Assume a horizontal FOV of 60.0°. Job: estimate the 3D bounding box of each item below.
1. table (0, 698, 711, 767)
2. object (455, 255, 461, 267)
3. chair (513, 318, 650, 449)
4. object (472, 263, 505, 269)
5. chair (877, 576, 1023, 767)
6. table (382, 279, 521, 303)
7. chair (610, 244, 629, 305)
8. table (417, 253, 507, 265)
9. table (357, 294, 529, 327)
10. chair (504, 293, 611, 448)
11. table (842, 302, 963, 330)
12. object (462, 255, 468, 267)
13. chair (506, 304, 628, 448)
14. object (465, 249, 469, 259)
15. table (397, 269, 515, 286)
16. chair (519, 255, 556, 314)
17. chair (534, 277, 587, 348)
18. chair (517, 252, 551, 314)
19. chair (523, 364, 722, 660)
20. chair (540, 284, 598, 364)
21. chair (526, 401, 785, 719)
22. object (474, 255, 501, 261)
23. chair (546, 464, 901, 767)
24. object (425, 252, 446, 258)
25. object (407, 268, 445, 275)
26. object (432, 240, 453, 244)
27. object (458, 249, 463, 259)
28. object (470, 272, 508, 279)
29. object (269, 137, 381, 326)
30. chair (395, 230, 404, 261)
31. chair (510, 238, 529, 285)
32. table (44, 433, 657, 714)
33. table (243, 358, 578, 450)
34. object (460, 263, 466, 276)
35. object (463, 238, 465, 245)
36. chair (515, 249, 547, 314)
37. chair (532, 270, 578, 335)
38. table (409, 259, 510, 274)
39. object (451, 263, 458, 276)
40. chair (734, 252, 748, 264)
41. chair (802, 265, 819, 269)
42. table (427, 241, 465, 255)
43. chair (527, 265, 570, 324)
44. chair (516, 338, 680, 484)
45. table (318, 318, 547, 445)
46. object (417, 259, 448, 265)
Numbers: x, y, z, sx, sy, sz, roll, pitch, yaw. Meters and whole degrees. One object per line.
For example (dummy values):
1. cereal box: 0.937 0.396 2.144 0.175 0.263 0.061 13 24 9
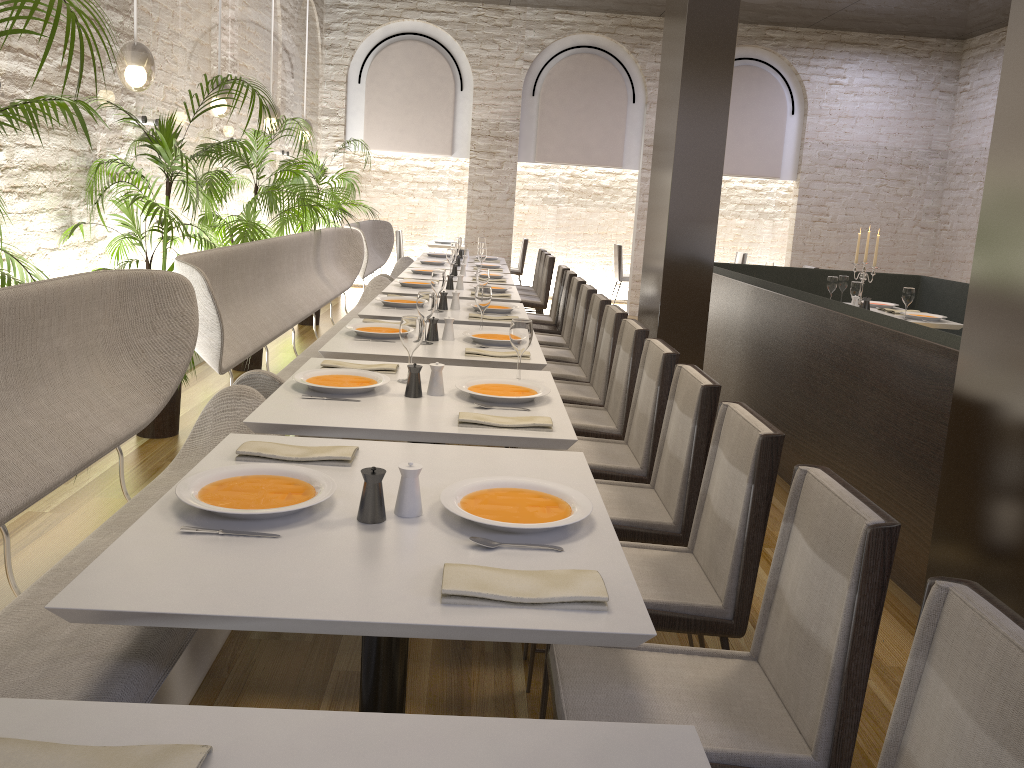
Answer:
1. table: -0.239 0.888 0.684 0.936 0.755 1.018 3 11 -3
2. object: -0.520 -1.188 8.532 0.059 0.109 0.059 10 12 32
3. chair: 0.285 0.157 4.044 0.565 0.900 0.415 3 10 -3
4. object: -0.233 -1.147 8.617 0.322 0.036 0.323 12 14 34
5. chair: 0.386 0.750 1.199 0.565 0.900 0.415 3 10 -3
6. table: -0.446 -0.320 6.481 0.936 0.755 1.018 3 11 -3
7. chair: 1.723 -1.533 12.717 0.565 0.900 0.415 3 10 -3
8. table: -0.564 -1.010 9.795 0.936 0.755 1.018 3 11 -3
9. table: -0.404 -0.079 5.326 0.936 0.755 1.018 3 11 -3
10. chair: 0.245 -0.074 5.153 0.565 0.900 0.415 3 10 -3
11. table: 2.608 -0.196 6.864 1.100 0.755 1.197 3 11 -3
12. object: -0.452 -1.194 8.580 0.059 0.109 0.059 10 12 32
13. chair: 0.265 0.042 4.597 0.565 0.900 0.415 3 10 -3
14. object: -0.492 -1.428 9.704 0.059 0.109 0.059 10 12 32
15. table: -0.485 -0.549 7.583 0.936 0.755 1.018 3 11 -3
16. chair: 0.115 -0.837 8.818 0.565 0.900 0.415 3 10 -3
17. chair: 0.204 -0.312 6.297 0.565 0.900 0.415 3 10 -3
18. chair: 0.095 -0.952 9.371 0.565 0.900 0.415 3 10 -3
19. chair: 0.325 0.395 2.901 0.565 0.900 0.415 3 10 -3
20. chair: 0.224 -0.195 5.737 0.565 0.900 0.415 3 10 -3
21. chair: 0.345 0.512 2.343 0.565 0.900 0.415 3 10 -3
22. object: -0.273 -1.381 9.741 0.322 0.036 0.323 12 14 34
23. chair: 0.366 0.634 1.757 0.565 0.900 0.415 3 10 -3
24. object: -0.809 -1.412 9.719 0.322 0.036 0.323 12 14 34
25. object: -0.730 -0.951 7.507 0.322 0.036 0.323 12 14 34
26. object: -0.977 -2.005 12.546 0.323 0.036 0.323 11 14 32
27. object: -0.561 -1.422 9.656 0.059 0.109 0.059 10 12 32
28. object: -0.194 -0.920 7.529 0.322 0.036 0.323 12 14 34
29. object: -2.009 -1.584 9.177 1.145 1.961 1.196 0 11 -22
30. chair: -1.384 -1.710 12.576 0.565 0.900 0.415 3 10 -3
31. chair: -0.076 -1.636 12.635 0.565 0.900 0.415 3 10 -3
32. table: -0.283 0.631 1.917 0.936 0.755 1.018 3 11 -3
33. table: -0.323 0.398 3.034 0.936 0.755 1.018 3 11 -3
34. object: -0.413 -0.967 7.493 0.059 0.109 0.059 10 12 32
35. object: -0.660 -2.021 12.532 0.059 0.109 0.060 4 10 -1
36. chair: 0.075 -1.071 9.940 0.565 0.900 0.415 3 10 -3
37. chair: 0.184 -0.433 6.879 0.565 0.900 0.415 3 10 -3
38. table: -0.524 -0.776 8.671 0.936 0.755 1.018 3 11 -3
39. object: -0.482 -0.962 7.444 0.059 0.109 0.059 10 12 32
40. chair: 3.032 -1.459 12.776 0.565 0.900 0.415 3 10 -3
41. chair: 3.126 -0.906 10.123 0.565 0.900 0.415 3 10 -3
42. table: -0.732 -1.603 12.622 0.936 0.755 1.018 3 11 -3
43. chair: 0.164 -0.548 7.428 0.565 0.900 0.415 3 10 -3
44. chair: 0.306 0.279 3.459 0.565 0.900 0.415 3 10 -3
45. table: -0.364 0.159 4.181 0.936 0.755 1.018 3 11 -3
46. object: -0.769 -1.178 8.594 0.322 0.036 0.323 12 14 34
